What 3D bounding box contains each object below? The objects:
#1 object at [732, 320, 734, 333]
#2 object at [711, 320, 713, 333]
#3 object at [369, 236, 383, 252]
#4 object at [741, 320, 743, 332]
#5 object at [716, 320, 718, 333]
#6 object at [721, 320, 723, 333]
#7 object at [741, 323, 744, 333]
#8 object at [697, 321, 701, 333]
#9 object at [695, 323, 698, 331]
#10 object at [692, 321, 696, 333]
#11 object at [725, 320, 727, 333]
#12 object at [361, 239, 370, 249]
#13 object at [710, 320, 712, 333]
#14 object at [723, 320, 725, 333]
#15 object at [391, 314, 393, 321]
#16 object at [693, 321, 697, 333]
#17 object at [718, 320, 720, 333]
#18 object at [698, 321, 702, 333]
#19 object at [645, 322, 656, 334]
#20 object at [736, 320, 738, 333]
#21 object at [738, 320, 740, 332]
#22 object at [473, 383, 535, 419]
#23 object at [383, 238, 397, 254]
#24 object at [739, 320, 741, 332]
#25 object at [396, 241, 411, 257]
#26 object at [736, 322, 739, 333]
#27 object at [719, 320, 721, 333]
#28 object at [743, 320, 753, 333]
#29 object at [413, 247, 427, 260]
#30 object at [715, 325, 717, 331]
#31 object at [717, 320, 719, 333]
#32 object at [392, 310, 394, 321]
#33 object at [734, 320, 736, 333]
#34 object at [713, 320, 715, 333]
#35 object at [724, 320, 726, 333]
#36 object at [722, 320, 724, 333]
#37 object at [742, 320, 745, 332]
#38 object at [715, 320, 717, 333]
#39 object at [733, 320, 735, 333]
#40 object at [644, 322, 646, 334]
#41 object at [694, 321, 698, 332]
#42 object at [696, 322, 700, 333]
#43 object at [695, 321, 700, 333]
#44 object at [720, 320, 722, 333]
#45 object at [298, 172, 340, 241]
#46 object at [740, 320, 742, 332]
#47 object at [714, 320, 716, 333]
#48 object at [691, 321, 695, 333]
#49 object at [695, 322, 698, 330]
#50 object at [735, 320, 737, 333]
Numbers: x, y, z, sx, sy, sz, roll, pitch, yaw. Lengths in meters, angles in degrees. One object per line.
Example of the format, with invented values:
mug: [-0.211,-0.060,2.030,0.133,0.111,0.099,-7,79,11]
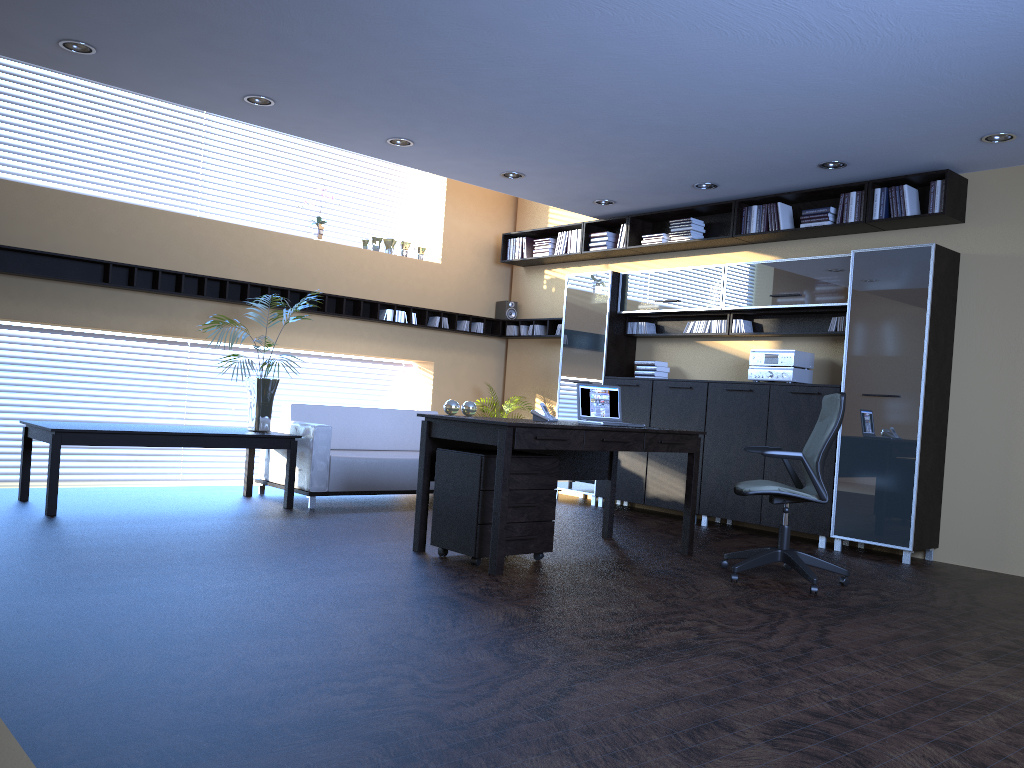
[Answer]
object: [2.092,-0.529,8.229,0.140,0.118,0.006,4,0,-41]
object: [1.936,-0.537,8.411,0.142,0.120,0.009,4,0,-41]
object: [-1.499,-1.527,9.743,0.133,0.160,0.126,4,0,-21]
object: [2.158,-0.526,8.163,0.140,0.117,0.026,4,0,-41]
object: [1.979,-0.535,8.368,0.142,0.120,0.009,4,0,-41]
object: [2.014,-0.533,8.332,0.142,0.120,0.009,4,0,-41]
object: [2.159,-0.526,8.166,0.142,0.120,0.030,4,0,-41]
object: [1.841,-0.542,8.523,0.142,0.118,0.040,4,0,-41]
object: [1.822,-0.542,8.546,0.140,0.116,0.036,4,0,-41]
object: [1.800,-0.544,8.567,0.142,0.118,0.040,4,0,-41]
object: [2.040,-0.532,8.288,0.142,0.120,0.009,4,0,-41]
object: [-1.599,-1.512,9.657,0.089,0.113,0.094,4,0,-6]
object: [1.931,-0.537,8.420,0.142,0.120,0.009,4,0,-41]
object: [2.030,-0.532,8.305,0.142,0.120,0.009,4,0,-41]
object: [-1.348,-0.745,9.681,0.009,0.120,0.142,4,0,-41]
object: [1.809,-0.543,8.562,0.140,0.116,0.036,4,0,-42]
object: [1.996,-0.534,8.356,0.142,0.120,0.009,4,0,-41]
object: [1.850,-0.541,8.518,0.142,0.118,0.040,4,0,-41]
object: [1.408,-0.562,9.013,0.142,0.118,0.040,4,0,-41]
object: [2.123,-0.528,8.201,0.140,0.118,0.006,4,0,-41]
object: [2.138,-0.527,8.188,0.140,0.117,0.026,4,0,-41]
object: [-0.122,0.584,10.133,0.841,1.241,0.689,4,0,-8]
object: [-1.366,-1.522,9.864,0.137,0.173,0.144,4,0,9]
object: [2.143,-0.526,8.178,0.142,0.120,0.030,4,0,-41]
object: [-1.230,-1.510,9.980,0.137,0.173,0.144,4,0,39]
object: [2.123,-0.528,8.203,0.142,0.120,0.009,4,0,-42]
object: [1.995,-0.534,8.343,0.142,0.120,0.009,4,0,-41]
object: [2.169,-0.524,8.154,0.142,0.118,0.040,4,0,-41]
object: [-1.061,-1.483,10.131,0.124,0.149,0.117,4,0,-41]
object: [1.970,-0.535,8.374,0.142,0.120,0.009,4,0,-41]
object: [1.981,-0.535,8.357,0.142,0.120,0.009,4,0,-41]
object: [-1.340,-0.745,9.686,0.006,0.118,0.140,4,0,-42]
object: [2.106,-0.529,8.214,0.142,0.120,0.009,4,0,-41]
object: [1.954,-0.536,8.400,0.140,0.118,0.006,4,0,-41]
object: [2.039,-0.532,8.301,0.142,0.120,0.009,4,0,-41]
object: [2.023,-0.533,8.313,0.142,0.120,0.009,4,0,-41]
object: [2.168,-0.524,8.153,0.140,0.116,0.036,4,0,-41]
object: [1.968,-0.536,8.372,0.140,0.118,0.006,4,0,-42]
object: [2.101,-0.529,8.223,0.140,0.118,0.006,4,0,-42]
object: [1.396,-0.564,9.022,0.142,0.120,0.030,4,0,-41]
object: [1.814,-0.543,8.552,0.140,0.116,0.036,4,0,-41]
object: [1.836,-0.542,8.532,0.140,0.116,0.036,4,0,-42]
object: [1.825,-0.543,8.536,0.142,0.118,0.040,4,0,-41]
object: [2.004,-0.534,8.336,0.142,0.120,0.009,4,0,-42]
object: [-1.984,-1.838,9.301,0.351,0.695,0.437,4,0,28]
object: [2.150,-0.526,8.171,0.142,0.120,0.030,4,0,-41]
object: [1.961,-0.536,8.379,0.142,0.120,0.009,4,0,-42]
object: [1.793,-0.544,8.575,0.142,0.118,0.040,4,0,-42]
object: [1.824,-0.542,8.548,0.142,0.118,0.040,4,0,-41]
object: [2.116,-0.528,8.210,0.142,0.120,0.009,4,0,-41]
